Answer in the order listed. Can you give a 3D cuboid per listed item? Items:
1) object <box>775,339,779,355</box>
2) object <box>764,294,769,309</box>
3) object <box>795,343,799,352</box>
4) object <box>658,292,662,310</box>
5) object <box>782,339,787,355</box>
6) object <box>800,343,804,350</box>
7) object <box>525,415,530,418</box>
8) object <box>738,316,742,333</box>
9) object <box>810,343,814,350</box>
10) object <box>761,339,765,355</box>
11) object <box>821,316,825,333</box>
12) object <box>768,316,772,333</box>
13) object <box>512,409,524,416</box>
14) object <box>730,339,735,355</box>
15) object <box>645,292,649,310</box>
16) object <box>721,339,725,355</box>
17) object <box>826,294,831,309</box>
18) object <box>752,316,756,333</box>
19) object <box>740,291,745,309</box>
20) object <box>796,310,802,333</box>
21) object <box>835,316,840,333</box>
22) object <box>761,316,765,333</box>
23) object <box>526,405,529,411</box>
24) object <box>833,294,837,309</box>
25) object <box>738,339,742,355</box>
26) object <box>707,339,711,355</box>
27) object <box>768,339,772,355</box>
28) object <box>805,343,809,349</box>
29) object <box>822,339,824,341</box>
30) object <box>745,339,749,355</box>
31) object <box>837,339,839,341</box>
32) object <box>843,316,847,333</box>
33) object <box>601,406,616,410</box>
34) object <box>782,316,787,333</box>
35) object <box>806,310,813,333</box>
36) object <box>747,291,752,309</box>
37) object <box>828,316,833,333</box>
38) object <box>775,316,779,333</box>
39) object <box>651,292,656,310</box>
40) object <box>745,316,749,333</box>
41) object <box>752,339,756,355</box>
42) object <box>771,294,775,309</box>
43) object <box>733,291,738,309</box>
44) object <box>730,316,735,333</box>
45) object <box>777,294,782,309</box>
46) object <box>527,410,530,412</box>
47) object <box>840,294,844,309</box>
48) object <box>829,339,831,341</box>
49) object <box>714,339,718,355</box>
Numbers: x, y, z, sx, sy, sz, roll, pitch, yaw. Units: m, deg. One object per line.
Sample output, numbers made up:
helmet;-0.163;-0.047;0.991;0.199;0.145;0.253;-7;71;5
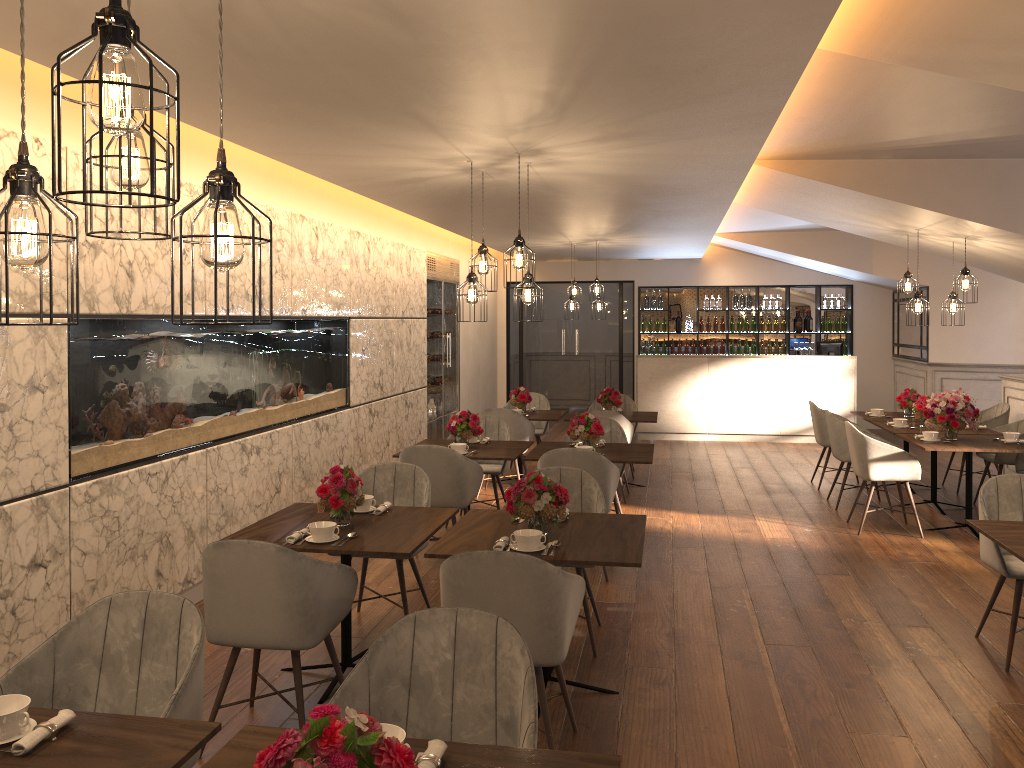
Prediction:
object;4.193;-0.581;14.000;0.065;0.261;0.066;0;1;-11
object;4.023;-1.299;13.989;0.070;0.235;0.041;0;1;10
object;4.486;-0.549;13.949;0.065;0.207;0.065;-1;1;-35
object;2.386;-1.354;14.276;0.075;0.310;0.075;-1;1;-33
object;4.302;-0.579;13.981;0.065;0.261;0.066;0;1;-11
object;4.563;-0.548;13.936;0.065;0.207;0.065;-1;1;-35
object;0.150;0.325;8.905;0.043;0.015;0.197;1;4;14
object;3.626;-0.950;14.095;0.065;0.263;0.066;0;1;-11
object;4.716;-0.547;13.909;0.065;0.207;0.065;-1;1;-35
object;3.975;-0.583;14.039;0.065;0.261;0.066;0;1;-11
object;4.873;-0.937;13.876;0.065;0.263;0.066;0;1;-11
object;4.083;-0.944;14.015;0.065;0.261;0.066;0;1;-11
object;0.042;0.296;8.904;0.148;0.072;0.148;-3;4;-37
object;3.518;-0.587;14.119;0.065;0.261;0.066;0;1;-11
object;2.181;-1.356;14.312;0.075;0.310;0.075;1;1;35
object;3.369;-0.589;14.145;0.065;0.261;0.066;0;1;-11
object;4.941;-1.290;13.827;0.070;0.235;0.041;0;1;10
object;3.843;-0.947;14.057;0.065;0.263;0.066;0;1;-11
object;3.659;-1.341;14.052;0.075;0.310;0.075;0;1;21
object;4.511;-0.986;13.916;0.104;0.359;0.104;-1;1;-28
object;5.091;-0.934;13.837;0.065;0.261;0.066;0;1;-11
object;3.975;-0.945;14.034;0.065;0.261;0.066;0;1;-11
object;0.112;0.253;9.509;0.148;0.072;0.148;2;4;32
object;5.040;-1.289;13.810;0.070;0.235;0.041;0;1;10
object;3.627;-0.586;14.100;0.065;0.261;0.066;0;1;-11
object;3.151;-0.591;14.184;0.065;0.261;0.066;0;1;-11
object;4.084;-0.582;14.019;0.065;0.261;0.066;0;1;-11
object;4.639;-0.547;13.922;0.065;0.207;0.065;-1;1;-35
object;4.874;-0.575;13.880;0.065;0.263;0.066;0;1;-11
object;3.735;-0.585;14.081;0.065;0.261;0.066;0;1;-11
object;5.092;-0.572;13.842;0.065;0.261;0.066;0;1;-11
object;5.200;-0.933;13.818;0.065;0.261;0.066;0;1;-11
object;1.017;0.262;9.350;0.148;0.072;0.148;2;4;32
object;4.301;-0.942;13.976;0.065;0.261;0.066;0;1;-11
object;4.665;-0.986;13.886;0.104;0.359;0.104;1;1;37
object;3.762;-1.340;14.034;0.075;0.310;0.075;0;1;21
object;4.982;-0.935;13.856;0.065;0.261;0.066;0;1;-11
object;4.192;-0.943;13.995;0.065;0.261;0.066;0;1;-11
object;2.284;-1.355;14.294;0.075;0.310;0.075;-1;1;-37
object;3.734;-0.948;14.076;0.065;0.263;0.066;0;1;-11
object;3.844;-0.584;14.062;0.065;0.261;0.066;0;1;-11
object;4.122;-1.298;13.972;0.070;0.235;0.041;0;1;10
object;3.557;-1.342;14.070;0.075;0.310;0.075;1;1;42
object;3.517;-0.950;14.114;0.065;0.261;0.066;0;1;-11
object;4.221;-1.297;13.954;0.070;0.235;0.041;0;1;10
object;0.189;0.278;9.487;0.025;0.024;0.193;0;4;10
object;5.140;-1.288;13.792;0.070;0.235;0.041;0;1;10
object;4.983;-0.573;13.861;0.065;0.261;0.066;0;1;-11
object;3.260;-0.590;14.164;0.065;0.261;0.066;0;1;-11
